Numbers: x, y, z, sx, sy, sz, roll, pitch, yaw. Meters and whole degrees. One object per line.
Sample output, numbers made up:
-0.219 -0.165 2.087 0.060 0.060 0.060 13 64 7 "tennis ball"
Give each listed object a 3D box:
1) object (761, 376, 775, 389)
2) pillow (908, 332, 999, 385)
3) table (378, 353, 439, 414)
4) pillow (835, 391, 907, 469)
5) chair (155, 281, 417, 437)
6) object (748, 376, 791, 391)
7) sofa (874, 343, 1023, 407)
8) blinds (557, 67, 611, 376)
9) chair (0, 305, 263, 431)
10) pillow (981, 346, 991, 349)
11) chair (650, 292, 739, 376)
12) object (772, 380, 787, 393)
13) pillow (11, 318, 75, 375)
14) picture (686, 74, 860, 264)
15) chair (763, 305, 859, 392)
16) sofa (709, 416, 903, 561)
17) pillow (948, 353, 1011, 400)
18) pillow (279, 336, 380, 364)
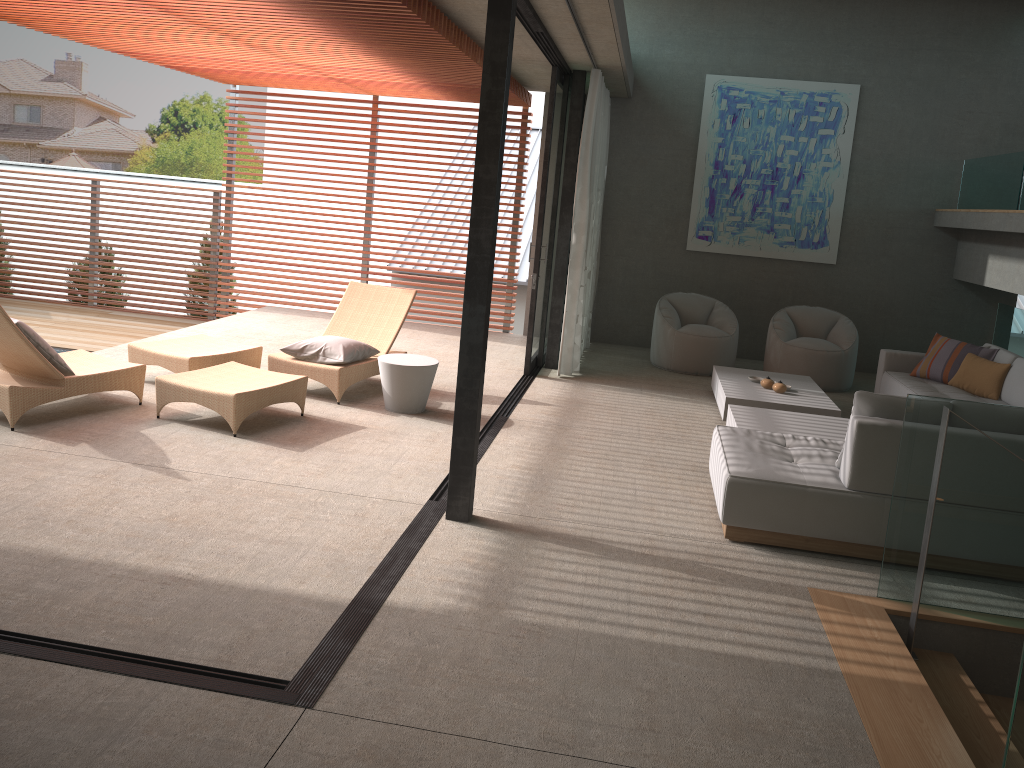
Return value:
2.208 -0.014 7.629 0.119 0.105 0.121 7 10 12 "object"
3.917 -0.194 7.832 0.341 0.437 0.663 -2 13 -38 "pillow"
-0.820 0.002 6.883 0.474 0.389 0.482 3 11 -10 "table"
2.016 0.281 4.692 0.493 0.478 0.269 7 9 9 "pillow"
-1.634 -0.293 6.889 0.703 0.817 2.315 9 12 22 "chair"
2.258 -0.003 7.756 0.155 0.039 0.442 -3 15 -35 "object"
3.723 0.238 6.673 1.050 0.744 3.502 7 12 8 "sofa"
0.829 -1.730 9.503 0.223 2.890 2.453 6 10 8 "blinds"
-2.904 -0.321 6.494 0.704 0.817 2.312 10 13 26 "chair"
3.999 -0.183 8.014 0.312 0.415 0.625 -4 14 -44 "pillow"
1.999 -0.561 9.639 0.924 0.778 0.930 7 11 12 "chair"
2.269 0.022 7.489 0.120 0.105 0.120 14 14 42 "object"
-3.250 -0.274 5.807 0.612 0.422 0.430 10 11 26 "pillow"
3.018 -2.499 10.294 1.722 2.026 0.030 7 8 8 "picture"
3.176 -0.397 9.375 0.929 0.778 0.926 12 12 32 "chair"
1.972 0.460 4.971 1.598 0.725 1.025 7 11 8 "sofa"
3.979 -0.065 7.480 0.226 0.321 0.469 0 12 -28 "pillow"
-1.472 -0.286 7.190 0.597 0.192 0.599 9 12 19 "pillow"
